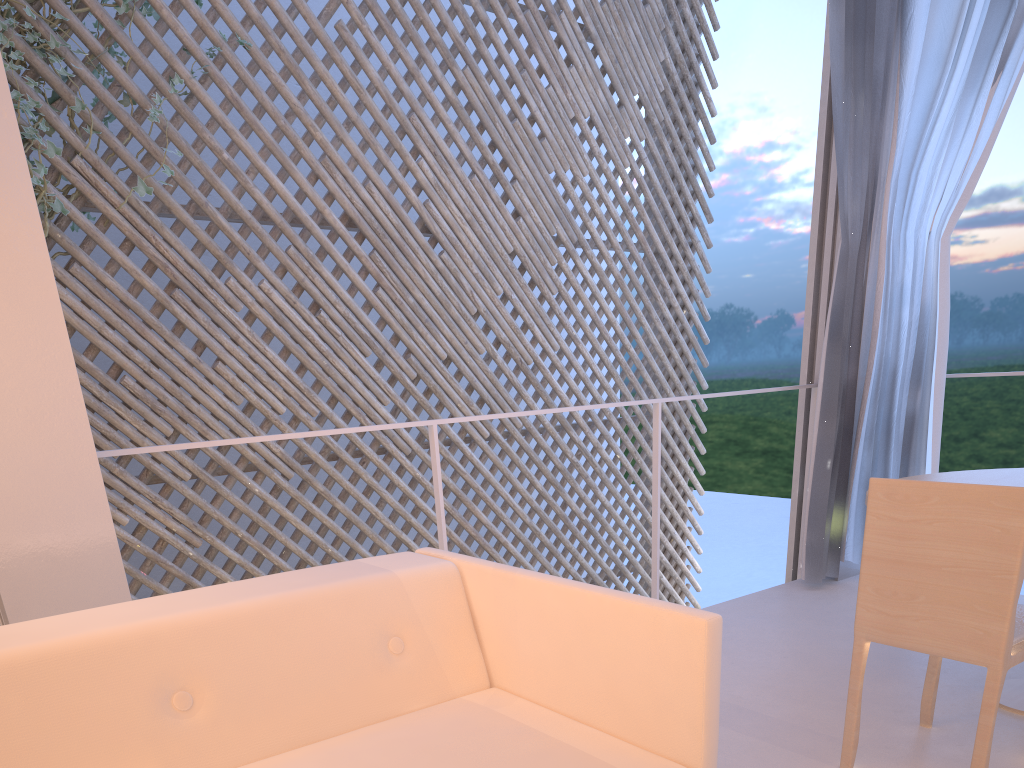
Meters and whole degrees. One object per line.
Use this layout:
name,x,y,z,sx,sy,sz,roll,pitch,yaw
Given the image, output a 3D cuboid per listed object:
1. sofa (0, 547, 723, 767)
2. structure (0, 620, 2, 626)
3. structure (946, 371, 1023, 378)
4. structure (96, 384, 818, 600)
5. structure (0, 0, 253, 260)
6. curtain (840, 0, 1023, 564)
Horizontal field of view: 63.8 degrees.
sofa,-0.341,0.427,0.714,0.951,0.404,0.476,-6,9,-35
structure,-1.369,0.444,0.692,1.644,0.614,0.026,-5,18,-34
structure,1.989,0.845,2.267,1.387,1.952,1.291,-13,17,-35
structure,0.103,0.340,1.697,1.642,0.614,0.026,-5,18,-34
structure,-1.347,-1.016,2.134,2.238,2.973,0.702,-14,21,-41
curtain,0.965,-0.785,1.526,0.092,2.636,0.485,-21,26,-41
